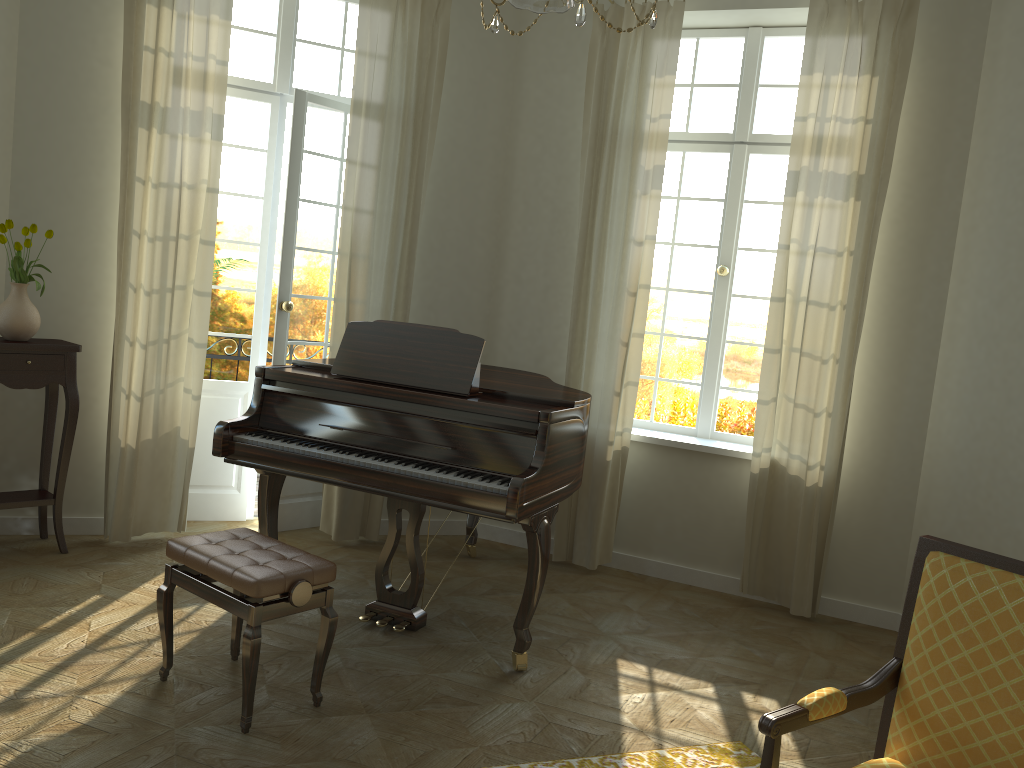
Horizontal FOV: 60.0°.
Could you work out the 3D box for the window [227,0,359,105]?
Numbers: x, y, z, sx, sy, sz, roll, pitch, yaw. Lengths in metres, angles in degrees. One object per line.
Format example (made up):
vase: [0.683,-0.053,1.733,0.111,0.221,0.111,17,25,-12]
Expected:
window: [-1.390,-2.135,5.466,1.380,0.680,0.055,4,6,-22]

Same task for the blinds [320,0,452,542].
blinds: [-0.775,-0.708,5.348,0.554,3.386,0.162,3,6,-27]

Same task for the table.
table: [-2.602,0.327,4.619,0.344,1.114,0.522,11,7,43]

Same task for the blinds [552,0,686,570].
blinds: [0.552,-0.564,5.322,0.554,3.384,0.162,9,6,28]

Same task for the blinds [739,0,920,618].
blinds: [1.706,-0.398,4.887,0.552,3.381,0.159,9,6,26]

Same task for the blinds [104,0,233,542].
blinds: [-1.944,-0.790,4.928,0.552,3.386,0.159,4,6,-25]

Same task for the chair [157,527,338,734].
chair: [-1.008,0.897,3.349,0.638,0.563,0.385,10,7,38]

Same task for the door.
door: [-1.503,-0.424,5.451,1.385,2.690,0.425,4,6,-22]

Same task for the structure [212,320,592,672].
structure: [-0.305,0.418,4.556,1.514,1.439,1.856,8,6,23]

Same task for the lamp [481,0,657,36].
lamp: [0.129,-1.432,1.596,0.662,1.466,0.661,10,7,37]

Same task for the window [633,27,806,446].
window: [1.344,-0.911,5.496,1.400,2.550,0.181,8,6,23]

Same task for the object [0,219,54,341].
object: [-2.511,-0.526,4.537,0.242,0.609,0.264,6,5,2]

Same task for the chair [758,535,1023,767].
chair: [0.983,0.972,1.943,0.671,1.083,0.730,2,7,-37]
